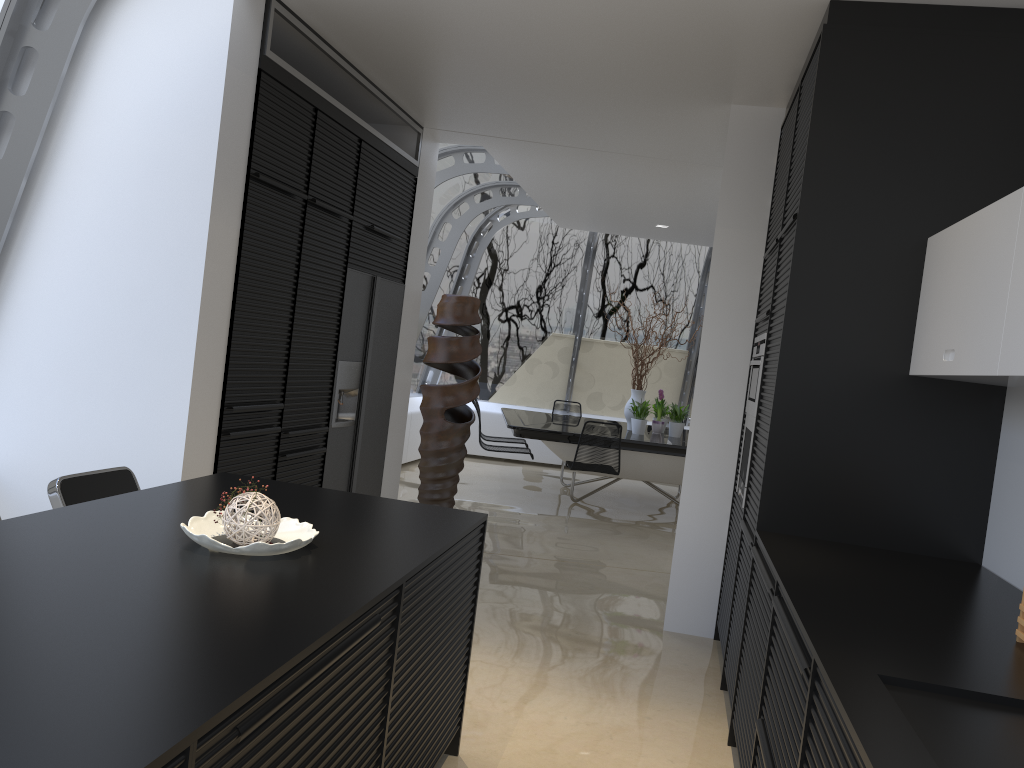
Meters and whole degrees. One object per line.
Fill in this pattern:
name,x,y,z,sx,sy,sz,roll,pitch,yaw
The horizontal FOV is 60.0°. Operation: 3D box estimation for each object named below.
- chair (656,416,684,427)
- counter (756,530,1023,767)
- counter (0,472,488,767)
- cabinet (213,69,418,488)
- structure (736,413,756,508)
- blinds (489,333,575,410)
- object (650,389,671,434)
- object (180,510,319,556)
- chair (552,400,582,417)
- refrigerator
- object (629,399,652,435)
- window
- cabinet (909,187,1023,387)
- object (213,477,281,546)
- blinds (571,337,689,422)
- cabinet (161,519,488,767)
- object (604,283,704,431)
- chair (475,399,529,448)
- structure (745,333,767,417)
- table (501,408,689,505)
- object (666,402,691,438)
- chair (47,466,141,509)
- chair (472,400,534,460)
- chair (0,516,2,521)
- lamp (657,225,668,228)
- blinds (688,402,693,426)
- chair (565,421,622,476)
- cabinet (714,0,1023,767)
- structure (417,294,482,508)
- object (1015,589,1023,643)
chair,1.937,0.632,10.700,0.446,0.519,0.688,7,2,-2
counter,0.990,0.650,1.526,0.804,0.025,3.738,7,2,10
counter,-0.926,0.420,1.308,1.006,0.018,3.800,7,2,10
cabinet,-1.426,-0.204,5.205,0.831,2.558,2.252,7,2,12
structure,1.147,0.358,4.349,0.023,0.420,0.592,7,2,11
blinds,-0.218,0.289,11.964,1.829,2.118,0.663,7,2,-2
object,1.578,0.288,9.549,0.238,0.476,0.417,8,2,26
object,-0.670,0.393,2.268,0.334,0.078,0.329,7,2,-2
chair,0.671,0.478,10.646,0.446,0.519,0.688,7,2,-2
refrigerator,-1.057,0.164,5.742,0.234,1.742,1.006,7,2,11
object,1.296,0.324,8.990,0.284,0.369,0.215,8,2,36
window,4.433,0.361,4.735,16.171,3.674,16.693,7,2,4
cabinet,1.341,-0.245,1.448,0.343,0.515,3.741,7,2,10
object,-0.665,0.332,2.278,0.190,0.191,0.165,9,3,39
blinds,1.559,-0.024,11.857,1.430,1.027,0.329,7,2,-2
cabinet,-0.978,0.844,1.323,1.007,0.838,3.800,7,2,10
object,1.475,-0.258,9.215,1.135,1.549,1.031,7,2,-10
chair,-0.137,0.407,9.849,0.688,0.519,0.446,7,2,-2
structure,1.193,-0.044,4.336,0.061,0.388,0.592,7,2,11
table,1.371,0.885,9.435,3.031,0.759,2.494,7,2,-2
object,1.717,0.368,9.215,0.284,0.369,0.215,8,2,31
chair,-1.266,0.741,2.960,0.460,0.857,0.418,7,2,11
chair,-0.102,0.444,8.925,0.688,0.519,0.446,7,2,-2
chair,-1.397,0.747,2.322,0.460,0.857,0.418,7,2,11
lamp,6.533,-0.853,4.532,9.928,0.004,9.775,7,2,-2
blinds,3.101,0.069,11.891,1.376,1.214,0.387,7,2,-2
chair,0.767,0.579,8.133,0.446,0.519,0.688,7,2,-2
cabinet,1.197,0.040,2.202,0.831,2.901,5.157,7,2,10
structure,-0.527,0.200,7.218,0.493,1.843,0.498,7,2,9
object,1.307,0.576,2.127,0.104,0.223,0.200,7,2,11
